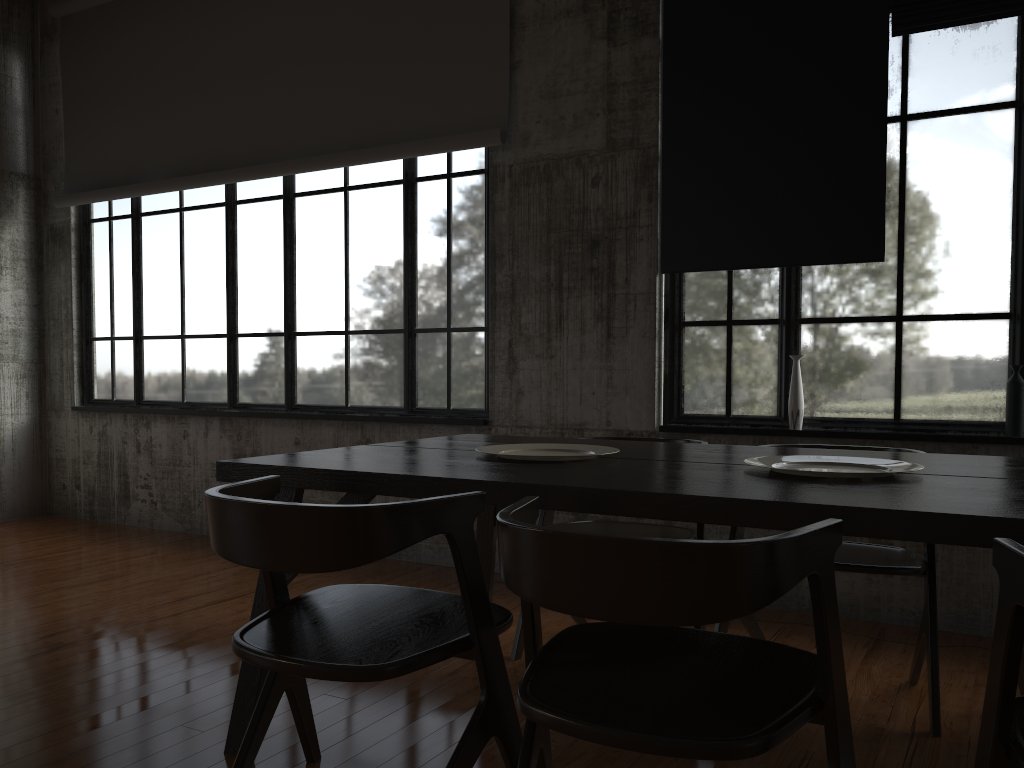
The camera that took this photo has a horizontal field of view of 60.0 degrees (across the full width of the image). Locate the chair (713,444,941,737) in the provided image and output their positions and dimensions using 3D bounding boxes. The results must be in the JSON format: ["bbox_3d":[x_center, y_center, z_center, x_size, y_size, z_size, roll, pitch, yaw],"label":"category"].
[{"bbox_3d":[1.309,0.773,3.636,0.878,0.994,0.769,1,2,30],"label":"chair"}]

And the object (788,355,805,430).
[{"bbox_3d":[1.548,0.046,4.825,0.082,0.411,0.082,0,2,-10],"label":"object"}]

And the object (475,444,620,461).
[{"bbox_3d":[0.129,0.251,3.240,0.526,0.025,0.526,1,1,39],"label":"object"}]

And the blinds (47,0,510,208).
[{"bbox_3d":[-1.993,-2.397,6.580,4.464,1.778,0.136,1,2,29],"label":"blinds"}]

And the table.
[{"bbox_3d":[0.997,0.774,2.842,3.701,1.007,1.637,1,1,29],"label":"table"}]

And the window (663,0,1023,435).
[{"bbox_3d":[2.561,-1.414,4.293,3.811,3.440,0.050,1,3,29],"label":"window"}]

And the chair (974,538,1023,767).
[{"bbox_3d":[1.252,0.797,1.525,0.878,0.994,0.769,1,2,25],"label":"chair"}]

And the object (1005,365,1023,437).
[{"bbox_3d":[2.452,0.085,4.317,0.080,0.352,0.080,-1,3,-30],"label":"object"}]

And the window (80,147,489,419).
[{"bbox_3d":[-1.956,-1.457,6.815,4.303,3.440,0.050,1,3,29],"label":"window"}]

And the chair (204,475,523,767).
[{"bbox_3d":[-0.439,0.781,2.517,0.878,0.994,0.769,1,2,30],"label":"chair"}]

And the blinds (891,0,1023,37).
[{"bbox_3d":[2.483,-2.464,4.181,1.254,1.400,0.051,1,3,29],"label":"blinds"}]

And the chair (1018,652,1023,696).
[{"bbox_3d":[2.201,0.781,3.148,0.878,0.994,0.769,1,2,29],"label":"chair"}]

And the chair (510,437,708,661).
[{"bbox_3d":[0.523,0.765,4.075,0.878,0.994,0.769,1,2,29],"label":"chair"}]

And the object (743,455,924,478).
[{"bbox_3d":[0.992,0.259,2.758,0.526,0.025,0.526,1,1,39],"label":"object"}]

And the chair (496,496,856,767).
[{"bbox_3d":[0.348,0.788,2.078,0.878,0.994,0.769,1,2,29],"label":"chair"}]

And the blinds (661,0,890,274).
[{"bbox_3d":[1.403,-1.906,4.832,1.215,2.537,0.034,1,3,29],"label":"blinds"}]
